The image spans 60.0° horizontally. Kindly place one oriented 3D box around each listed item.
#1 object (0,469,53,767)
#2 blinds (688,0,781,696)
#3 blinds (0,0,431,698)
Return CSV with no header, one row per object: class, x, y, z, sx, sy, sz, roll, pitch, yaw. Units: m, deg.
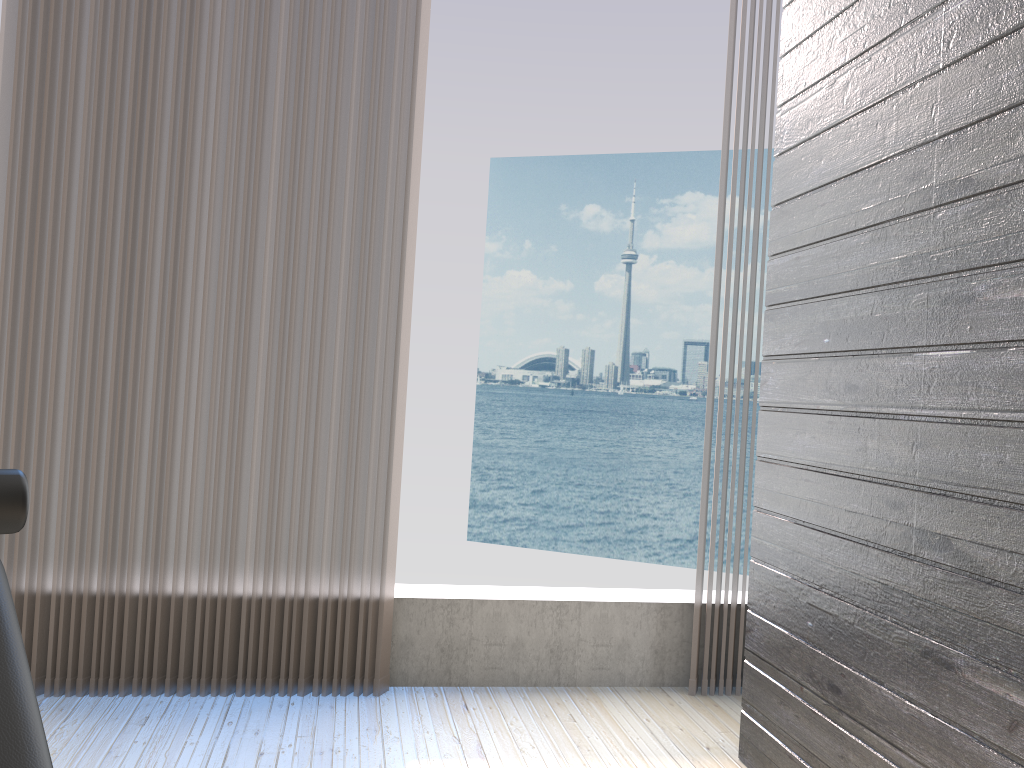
object,-0.532,0.485,0.676,0.505,0.746,1.312,4,-1,-41
blinds,1.171,-0.390,2.830,1.133,2.744,0.069,4,-1,-10
blinds,-0.825,-0.515,2.463,1.133,2.744,0.069,4,-1,-10
